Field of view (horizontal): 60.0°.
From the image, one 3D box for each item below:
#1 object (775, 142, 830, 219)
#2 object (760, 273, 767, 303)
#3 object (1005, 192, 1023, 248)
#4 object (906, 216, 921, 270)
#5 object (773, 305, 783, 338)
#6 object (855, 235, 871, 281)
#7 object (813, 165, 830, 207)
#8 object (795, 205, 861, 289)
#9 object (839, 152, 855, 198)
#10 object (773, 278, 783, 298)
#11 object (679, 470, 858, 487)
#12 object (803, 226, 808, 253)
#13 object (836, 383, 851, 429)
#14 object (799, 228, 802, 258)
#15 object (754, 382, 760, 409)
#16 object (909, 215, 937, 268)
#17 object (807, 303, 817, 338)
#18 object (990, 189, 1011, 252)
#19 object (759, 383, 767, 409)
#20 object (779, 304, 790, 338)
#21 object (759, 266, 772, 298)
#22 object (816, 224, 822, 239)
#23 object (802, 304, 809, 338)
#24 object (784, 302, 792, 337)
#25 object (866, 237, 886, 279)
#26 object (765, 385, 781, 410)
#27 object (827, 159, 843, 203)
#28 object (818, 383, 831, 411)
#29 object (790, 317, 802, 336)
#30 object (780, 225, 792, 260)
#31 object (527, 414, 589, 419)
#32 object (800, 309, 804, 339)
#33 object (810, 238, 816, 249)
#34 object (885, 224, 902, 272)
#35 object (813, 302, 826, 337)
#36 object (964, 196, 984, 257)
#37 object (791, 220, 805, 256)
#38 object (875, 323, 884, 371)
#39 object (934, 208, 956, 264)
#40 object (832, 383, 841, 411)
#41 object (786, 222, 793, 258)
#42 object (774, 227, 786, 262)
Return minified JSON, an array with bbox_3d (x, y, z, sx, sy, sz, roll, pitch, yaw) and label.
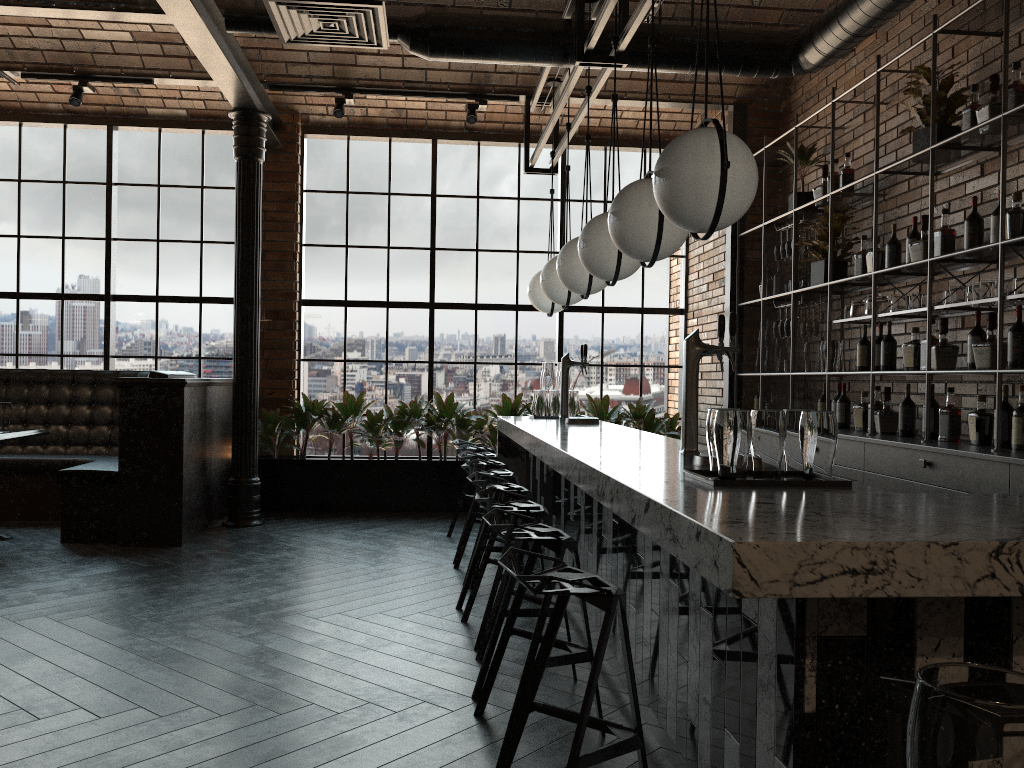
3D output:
[{"bbox_3d":[2.133,-1.497,6.486,0.422,0.554,0.377,1,0,-18],"label":"object"},{"bbox_3d":[2.060,-0.802,7.185,0.086,0.298,0.086,1,0,43],"label":"object"},{"bbox_3d":[2.324,-0.756,4.085,0.094,0.248,0.151,1,0,23],"label":"object"},{"bbox_3d":[2.249,-0.788,4.954,0.086,0.298,0.086,1,0,43],"label":"object"},{"bbox_3d":[1.988,-0.463,6.592,0.092,0.244,0.092,1,0,0],"label":"object"},{"bbox_3d":[2.188,-0.783,5.518,0.083,0.282,0.083,1,0,-20],"label":"object"},{"bbox_3d":[2.145,-1.357,6.075,0.123,0.279,0.123,1,0,-17],"label":"object"},{"bbox_3d":[2.126,-0.906,5.895,0.425,0.526,0.430,1,0,7],"label":"object"},{"bbox_3d":[2.174,-1.358,5.752,0.083,0.282,0.083,1,0,10],"label":"object"},{"bbox_3d":[2.064,-0.800,6.850,0.086,0.299,0.086,1,0,43],"label":"object"},{"bbox_3d":[0.736,0.274,2.582,0.437,0.019,0.273,1,0,-5],"label":"object"},{"bbox_3d":[2.172,-1.032,6.496,0.092,0.244,0.092,1,0,0],"label":"object"},{"bbox_3d":[2.157,0.141,5.767,0.086,0.298,0.086,1,0,43],"label":"object"},{"bbox_3d":[2.162,-1.033,6.605,0.092,0.244,0.092,1,0,0],"label":"object"},{"bbox_3d":[2.016,0.133,7.221,0.086,0.299,0.086,1,0,43],"label":"object"},{"bbox_3d":[2.241,-0.776,4.812,0.123,0.279,0.123,1,0,-17],"label":"object"},{"bbox_3d":[2.172,-0.459,6.400,0.092,0.244,0.092,1,0,0],"label":"object"},{"bbox_3d":[2.341,-0.783,4.247,0.086,0.298,0.086,1,0,43],"label":"object"},{"bbox_3d":[2.003,0.133,7.028,0.086,0.297,0.086,1,0,28],"label":"object"},{"bbox_3d":[1.999,-0.462,6.483,0.092,0.244,0.092,1,0,0],"label":"object"},{"bbox_3d":[2.032,-0.790,7.003,0.123,0.279,0.123,1,0,-16],"label":"object"},{"bbox_3d":[2.191,-1.031,6.294,0.092,0.244,0.092,1,0,0],"label":"object"},{"bbox_3d":[2.163,-0.460,6.498,0.092,0.244,0.092,1,0,0],"label":"object"},{"bbox_3d":[2.008,-0.462,6.384,0.092,0.244,0.092,1,0,0],"label":"object"},{"bbox_3d":[2.202,-0.764,5.358,0.094,0.248,0.151,1,0,-2],"label":"object"},{"bbox_3d":[2.029,0.145,6.873,0.123,0.279,0.123,1,0,8],"label":"object"},{"bbox_3d":[2.159,-1.359,5.918,0.083,0.282,0.083,1,0,-20],"label":"object"},{"bbox_3d":[2.129,0.141,6.041,0.086,0.299,0.086,1,0,43],"label":"object"},{"bbox_3d":[2.018,-0.461,6.281,0.092,0.244,0.092,1,0,0],"label":"object"},{"bbox_3d":[2.008,-1.035,6.480,0.092,0.244,0.092,1,0,0],"label":"object"},{"bbox_3d":[0.345,0.248,6.697,0.437,0.019,0.273,1,0,-5],"label":"object"},{"bbox_3d":[2.152,-0.460,6.608,0.092,0.244,0.092,1,0,0],"label":"object"},{"bbox_3d":[2.181,-1.032,6.397,0.092,0.244,0.092,1,0,0],"label":"object"},{"bbox_3d":[2.233,-0.788,5.188,0.086,0.298,0.086,1,0,43],"label":"object"},{"bbox_3d":[2.182,-0.458,6.297,0.092,0.244,0.092,1,0,0],"label":"object"},{"bbox_3d":[2.297,-0.785,4.408,0.086,0.299,0.086,1,0,43],"label":"object"},{"bbox_3d":[2.027,-1.034,6.278,0.092,0.244,0.092,1,0,0],"label":"object"},{"bbox_3d":[2.225,-0.219,5.358,0.086,0.298,0.086,1,0,43],"label":"object"},{"bbox_3d":[2.270,-0.778,4.653,0.083,0.282,0.083,1,0,-5],"label":"object"},{"bbox_3d":[2.169,0.141,5.887,0.086,0.298,0.086,1,0,43],"label":"object"},{"bbox_3d":[2.017,-1.034,6.381,0.092,0.244,0.092,1,0,0],"label":"object"},{"bbox_3d":[1.997,-1.036,6.589,0.092,0.244,0.092,1,0,0],"label":"object"}]
